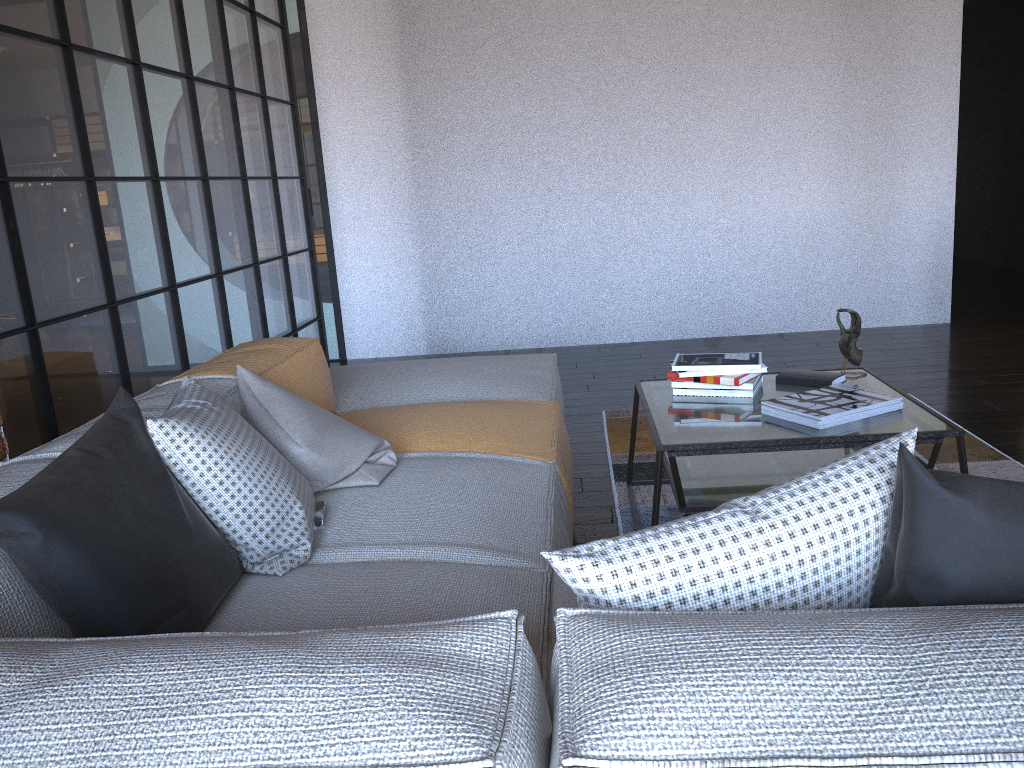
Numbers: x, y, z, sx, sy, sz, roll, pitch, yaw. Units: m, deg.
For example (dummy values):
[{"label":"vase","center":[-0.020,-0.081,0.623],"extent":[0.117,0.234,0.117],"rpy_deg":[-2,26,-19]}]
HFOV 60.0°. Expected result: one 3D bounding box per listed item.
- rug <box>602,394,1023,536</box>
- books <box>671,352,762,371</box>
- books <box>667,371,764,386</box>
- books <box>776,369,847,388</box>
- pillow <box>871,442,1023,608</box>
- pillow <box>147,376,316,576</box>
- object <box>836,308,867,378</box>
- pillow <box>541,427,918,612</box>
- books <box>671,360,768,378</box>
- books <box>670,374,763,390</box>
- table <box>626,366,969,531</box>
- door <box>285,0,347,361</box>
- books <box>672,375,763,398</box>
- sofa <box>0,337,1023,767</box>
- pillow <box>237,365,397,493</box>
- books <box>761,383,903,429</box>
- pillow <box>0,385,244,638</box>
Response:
[{"label":"rug","center":[1.056,0.353,2.991],"extent":[1.432,0.013,2.361],"rpy_deg":[-3,13,4]},{"label":"books","center":[0.644,-0.072,2.778],"extent":[0.268,0.014,0.196],"rpy_deg":[-1,13,15]},{"label":"books","center":[0.636,-0.034,2.769],"extent":[0.239,0.023,0.190],"rpy_deg":[6,16,38]},{"label":"books","center":[0.942,-0.020,2.790],"extent":[0.181,0.029,0.129],"rpy_deg":[7,17,41]},{"label":"pillow","center":[0.623,0.238,1.061],"extent":[0.538,0.418,0.238],"rpy_deg":[-6,13,-6]},{"label":"pillow","center":[-0.573,0.174,1.843],"extent":[0.293,0.355,0.495],"rpy_deg":[-7,13,-10]},{"label":"object","center":[1.069,-0.136,2.817],"extent":[0.099,0.223,0.093],"rpy_deg":[8,18,43]},{"label":"pillow","center":[0.290,0.265,1.114],"extent":[0.543,0.402,0.250],"rpy_deg":[-7,13,-13]},{"label":"books","center":[0.645,-0.057,2.782],"extent":[0.268,0.014,0.196],"rpy_deg":[-4,13,3]},{"label":"books","center":[0.647,-0.019,2.795],"extent":[0.251,0.023,0.208],"rpy_deg":[1,14,23]},{"label":"table","center":[0.782,0.239,2.639],"extent":[0.842,0.389,0.847],"rpy_deg":[-3,13,4]},{"label":"door","center":[-3.199,-1.232,5.876],"extent":[4.185,2.597,0.138],"rpy_deg":[-3,13,4]},{"label":"books","center":[0.650,0.003,2.799],"extent":[0.247,0.024,0.208],"rpy_deg":[1,14,23]},{"label":"sofa","center":[0.264,0.242,2.304],"extent":[2.536,0.698,3.296],"rpy_deg":[-3,13,4]},{"label":"pillow","center":[-0.481,0.115,2.201],"extent":[0.358,0.314,0.484],"rpy_deg":[-16,17,-41]},{"label":"books","center":[0.884,0.059,2.456],"extent":[0.308,0.038,0.225],"rpy_deg":[-10,14,-25]},{"label":"pillow","center":[-0.649,0.240,1.514],"extent":[0.263,0.401,0.509],"rpy_deg":[-5,13,-1]}]
